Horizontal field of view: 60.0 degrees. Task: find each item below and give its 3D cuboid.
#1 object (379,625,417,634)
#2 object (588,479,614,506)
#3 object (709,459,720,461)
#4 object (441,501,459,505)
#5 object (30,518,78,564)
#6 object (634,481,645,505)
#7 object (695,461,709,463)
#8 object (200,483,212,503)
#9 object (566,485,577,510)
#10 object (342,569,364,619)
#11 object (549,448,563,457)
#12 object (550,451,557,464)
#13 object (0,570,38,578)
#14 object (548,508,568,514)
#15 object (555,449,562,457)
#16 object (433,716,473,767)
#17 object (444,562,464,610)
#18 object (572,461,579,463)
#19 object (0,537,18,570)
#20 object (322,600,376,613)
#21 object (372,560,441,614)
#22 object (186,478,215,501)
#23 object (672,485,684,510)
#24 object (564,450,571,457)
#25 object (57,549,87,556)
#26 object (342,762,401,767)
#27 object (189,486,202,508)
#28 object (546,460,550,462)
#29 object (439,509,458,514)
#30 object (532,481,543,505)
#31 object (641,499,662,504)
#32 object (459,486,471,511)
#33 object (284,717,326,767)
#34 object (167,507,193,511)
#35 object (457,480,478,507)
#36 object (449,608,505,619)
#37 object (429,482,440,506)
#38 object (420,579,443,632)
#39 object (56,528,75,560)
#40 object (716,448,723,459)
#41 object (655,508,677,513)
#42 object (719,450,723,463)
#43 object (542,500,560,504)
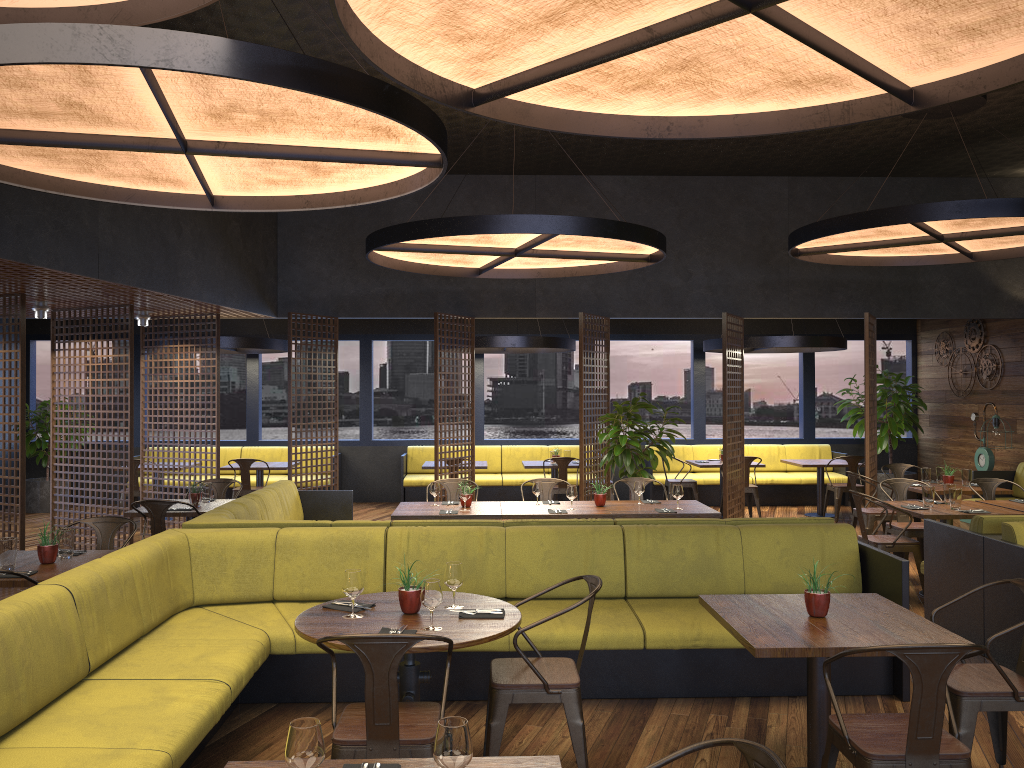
[{"bbox_3d":[-0.482,1.030,3.659,0.157,0.019,0.255,0,-1,5],"label":"object"},{"bbox_3d":[0.763,0.934,7.775,0.238,0.271,0.260,0,-1,20],"label":"object"},{"bbox_3d":[2.981,1.102,12.904,0.255,0.019,0.157,0,-1,-2],"label":"object"},{"bbox_3d":[-0.553,1.068,7.969,0.157,0.019,0.255,0,-1,-1],"label":"object"},{"bbox_3d":[-2.728,0.919,5.223,0.260,0.271,0.238,0,-1,0],"label":"object"},{"bbox_3d":[1.135,0.970,7.910,0.097,0.206,0.097,-1,-1,44],"label":"object"},{"bbox_3d":[2.692,1.100,12.588,0.157,0.019,0.255,0,-1,-2],"label":"object"},{"bbox_3d":[-2.787,0.991,8.073,0.102,0.178,0.102,0,-1,14],"label":"object"},{"bbox_3d":[0.509,0.968,7.551,0.097,0.206,0.097,-1,-1,44],"label":"object"},{"bbox_3d":[-0.712,0.939,3.974,0.097,0.206,0.097,-1,-1,40],"label":"object"},{"bbox_3d":[0.627,0.977,12.501,0.238,0.271,0.260,0,-1,20],"label":"object"},{"bbox_3d":[0.574,1.022,12.325,0.102,0.178,0.102,0,-1,-16],"label":"object"},{"bbox_3d":[-2.769,1.043,4.884,0.255,0.019,0.157,0,-1,-2],"label":"object"},{"bbox_3d":[0.381,1.062,7.433,0.157,0.019,0.255,0,-1,-1],"label":"object"},{"bbox_3d":[0.658,1.025,12.674,0.102,0.178,0.102,0,-1,-16],"label":"object"},{"bbox_3d":[-0.143,0.921,2.149,0.097,0.206,0.097,0,-1,-1],"label":"object"},{"bbox_3d":[-0.271,0.939,4.141,0.097,0.206,0.097,-1,-1,37],"label":"object"},{"bbox_3d":[0.932,1.103,12.483,0.157,0.019,0.255,0,-1,-2],"label":"object"},{"bbox_3d":[-2.860,0.964,5.026,0.102,0.178,0.102,0,-1,-16],"label":"object"},{"bbox_3d":[-0.744,1.034,4.144,0.255,0.019,0.157,0,-1,30],"label":"object"},{"bbox_3d":[-0.472,0.904,4.032,0.238,0.271,0.260,0,-1,20],"label":"object"},{"bbox_3d":[-2.813,0.944,7.898,0.260,0.271,0.238,0,-1,0],"label":"object"},{"bbox_3d":[1.417,0.967,7.580,0.097,0.206,0.097,-1,-1,44],"label":"object"},{"bbox_3d":[0.775,1.023,12.428,0.102,0.178,0.102,0,-1,-16],"label":"object"},{"bbox_3d":[-2.757,1.048,5.522,0.255,0.019,0.157,0,-1,-2],"label":"object"},{"bbox_3d":[-0.371,1.017,2.261,0.157,0.019,0.255,0,-1,-1],"label":"object"},{"bbox_3d":[-2.768,0.989,7.752,0.102,0.178,0.102,0,-1,4],"label":"object"},{"bbox_3d":[0.602,1.106,12.830,0.255,0.019,0.157,0,-1,-2],"label":"object"},{"bbox_3d":[-0.528,1.063,7.404,0.157,0.019,0.255,0,-1,-1],"label":"object"},{"bbox_3d":[0.226,0.972,7.881,0.097,0.206,0.097,-1,-1,44],"label":"object"},{"bbox_3d":[1.263,1.065,8.026,0.157,0.019,0.255,0,-1,-1],"label":"object"},{"bbox_3d":[-0.399,0.970,7.522,0.097,0.206,0.097,-1,-1,44],"label":"object"},{"bbox_3d":[-0.500,0.922,2.145,0.097,0.206,0.097,0,-1,-10],"label":"object"},{"bbox_3d":[-2.856,1.067,7.590,0.255,0.019,0.157,0,-1,-2],"label":"object"},{"bbox_3d":[-0.411,0.937,7.737,0.238,0.271,0.260,0,-1,20],"label":"object"},{"bbox_3d":[-0.158,1.032,4.007,0.255,0.019,0.157,0,-1,1],"label":"object"},{"bbox_3d":[-0.682,0.974,7.852,0.097,0.206,0.097,-1,-1,44],"label":"object"},{"bbox_3d":[-0.341,0.936,3.763,0.097,0.206,0.097,0,-1,23],"label":"object"},{"bbox_3d":[-2.701,0.967,5.366,0.102,0.178,0.102,0,-1,-16],"label":"object"},{"bbox_3d":[2.983,0.973,12.572,0.238,0.271,0.260,0,-1,20],"label":"object"},{"bbox_3d":[1.289,1.060,7.462,0.157,0.019,0.255,0,-1,-1],"label":"object"},{"bbox_3d":[2.953,1.017,12.399,0.102,0.178,0.102,0,-1,-16],"label":"object"},{"bbox_3d":[0.355,1.067,7.998,0.157,0.019,0.255,0,-1,-1],"label":"object"}]
